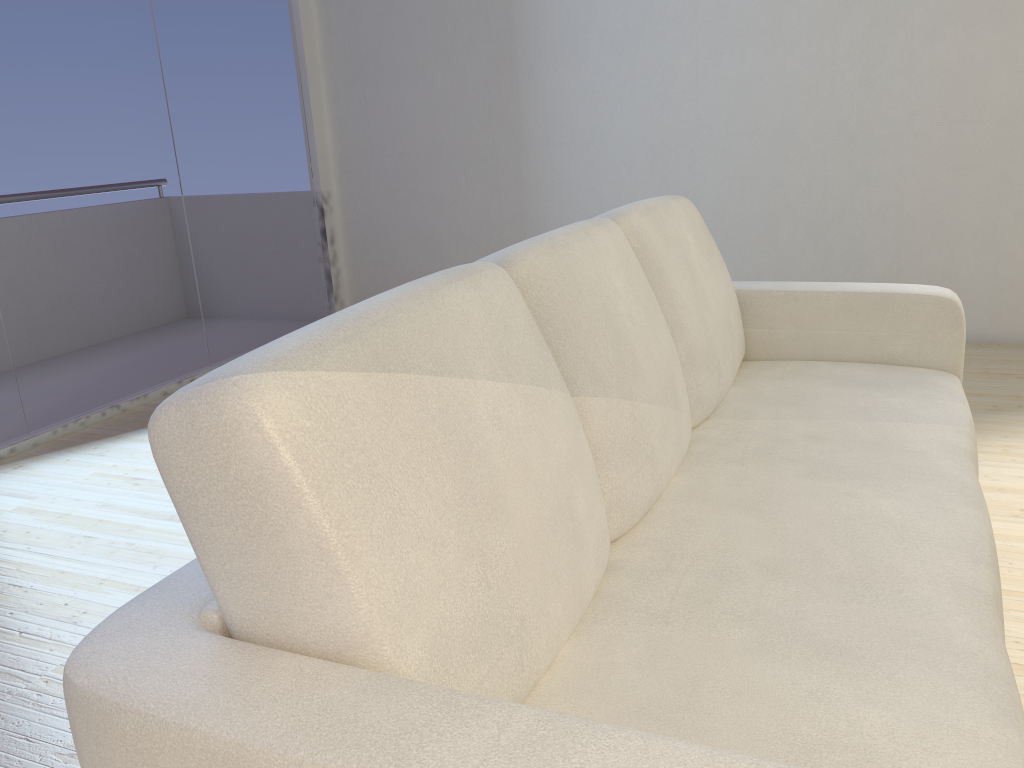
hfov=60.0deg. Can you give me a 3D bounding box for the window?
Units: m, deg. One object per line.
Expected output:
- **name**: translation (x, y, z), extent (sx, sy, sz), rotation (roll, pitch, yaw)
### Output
- **window**: translation (-1.731, -1.239, 3.439), extent (0.012, 2.706, 2.988), rotation (3, 18, 24)

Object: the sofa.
- **sofa**: translation (0.377, 0.141, 1.641), extent (0.941, 0.862, 2.166), rotation (3, 18, 24)
